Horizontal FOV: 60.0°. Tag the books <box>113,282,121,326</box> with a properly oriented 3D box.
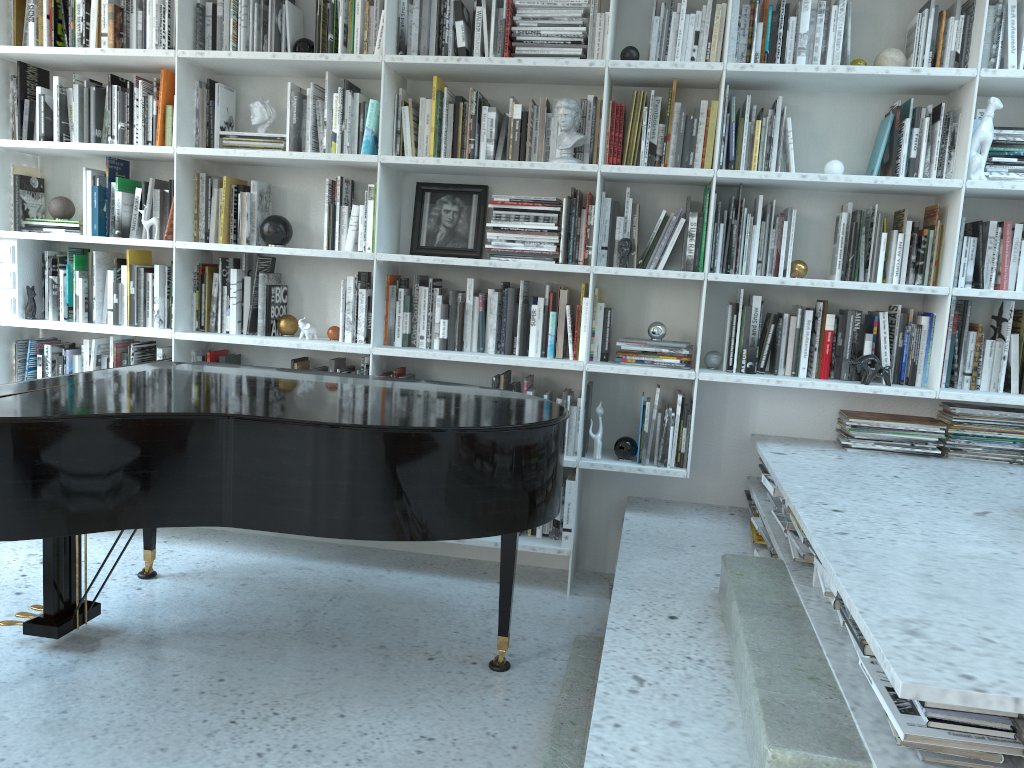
[{"bbox_3d":[-1.656,-0.347,3.831,0.029,0.182,0.189,5,7,9],"label":"books"}]

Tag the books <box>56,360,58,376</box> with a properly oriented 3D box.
[{"bbox_3d":[-1.976,-0.015,3.955,0.025,0.200,0.136,5,7,9],"label":"books"}]

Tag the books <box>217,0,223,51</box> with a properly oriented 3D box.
[{"bbox_3d":[-1.156,-1.454,3.621,0.026,0.280,0.150,5,8,9],"label":"books"}]

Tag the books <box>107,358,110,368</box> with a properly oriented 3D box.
[{"bbox_3d":[-1.732,-0.006,3.908,0.028,0.225,0.134,5,8,9],"label":"books"}]

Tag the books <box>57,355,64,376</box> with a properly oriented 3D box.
[{"bbox_3d":[-1.933,-0.019,3.917,0.028,0.223,0.188,5,7,9],"label":"books"}]

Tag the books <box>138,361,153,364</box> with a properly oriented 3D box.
[{"bbox_3d":[-1.577,0.012,3.876,0.059,0.216,0.177,5,7,9],"label":"books"}]

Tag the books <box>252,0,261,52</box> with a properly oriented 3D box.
[{"bbox_3d":[-1.007,-1.441,3.594,0.011,0.279,0.169,5,8,9],"label":"books"}]

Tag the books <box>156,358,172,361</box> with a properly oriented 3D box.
[{"bbox_3d":[-1.491,0.009,3.844,0.011,0.240,0.174,5,7,9],"label":"books"}]

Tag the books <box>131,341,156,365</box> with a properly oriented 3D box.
[{"bbox_3d":[-1.610,-0.033,3.874,0.013,0.301,0.172,5,8,9],"label":"books"}]

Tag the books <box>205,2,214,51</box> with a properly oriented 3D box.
[{"bbox_3d":[-1.217,-1.434,3.655,0.029,0.225,0.136,5,8,9],"label":"books"}]

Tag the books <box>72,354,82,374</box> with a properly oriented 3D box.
[{"bbox_3d":[-1.881,-0.019,3.920,0.028,0.229,0.157,5,7,9],"label":"books"}]

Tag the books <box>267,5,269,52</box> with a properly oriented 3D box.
[{"bbox_3d":[-0.961,-1.410,3.614,0.012,0.217,0.133,5,8,9],"label":"books"}]

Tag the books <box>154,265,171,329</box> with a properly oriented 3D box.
[{"bbox_3d":[-1.471,-0.374,3.797,0.021,0.266,0.185,5,7,9],"label":"books"}]

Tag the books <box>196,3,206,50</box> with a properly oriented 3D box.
[{"bbox_3d":[-1.243,-1.425,3.636,0.015,0.208,0.186,5,7,9],"label":"books"}]

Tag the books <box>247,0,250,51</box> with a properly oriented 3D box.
[{"bbox_3d":[-1.035,-1.436,3.610,0.010,0.262,0.169,5,8,9],"label":"books"}]

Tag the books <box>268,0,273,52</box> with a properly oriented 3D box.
[{"bbox_3d":[-0.948,-1.428,3.590,0.010,0.262,0.158,5,8,9],"label":"books"}]

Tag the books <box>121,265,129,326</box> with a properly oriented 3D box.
[{"bbox_3d":[-1.625,-0.382,3.832,0.026,0.254,0.176,5,7,9],"label":"books"}]

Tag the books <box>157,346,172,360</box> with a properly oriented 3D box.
[{"bbox_3d":[-1.503,-0.019,3.870,0.025,0.288,0.130,5,8,9],"label":"books"}]

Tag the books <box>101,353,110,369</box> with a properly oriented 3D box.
[{"bbox_3d":[-1.760,-0.016,3.915,0.031,0.239,0.132,5,8,9],"label":"books"}]

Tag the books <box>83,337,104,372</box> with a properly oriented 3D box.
[{"bbox_3d":[-1.837,-0.052,3.920,0.027,0.300,0.142,5,8,9],"label":"books"}]

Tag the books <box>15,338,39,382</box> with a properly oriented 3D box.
[{"bbox_3d":[-2.133,-0.062,3.941,0.011,0.277,0.189,5,7,9],"label":"books"}]

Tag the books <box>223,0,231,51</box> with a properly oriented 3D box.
[{"bbox_3d":[-1.121,-1.442,3.614,0.024,0.263,0.177,5,8,9],"label":"books"}]

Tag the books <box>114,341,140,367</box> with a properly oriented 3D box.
[{"bbox_3d":[-1.686,-0.036,3.883,0.012,0.296,0.176,5,8,9],"label":"books"}]

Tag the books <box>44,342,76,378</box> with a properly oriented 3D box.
[{"bbox_3d":[-2.004,-0.047,3.934,0.029,0.266,0.171,5,8,9],"label":"books"}]

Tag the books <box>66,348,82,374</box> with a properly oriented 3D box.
[{"bbox_3d":[-1.901,-0.031,3.908,0.010,0.253,0.177,5,7,9],"label":"books"}]

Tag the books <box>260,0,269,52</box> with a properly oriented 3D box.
[{"bbox_3d":[-0.974,-1.445,3.586,0.011,0.292,0.176,5,8,9],"label":"books"}]

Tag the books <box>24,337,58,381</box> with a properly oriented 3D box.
[{"bbox_3d":[-2.100,-0.063,3.944,0.052,0.284,0.172,5,8,9],"label":"books"}]

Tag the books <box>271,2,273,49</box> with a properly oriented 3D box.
[{"bbox_3d":[-0.937,-1.456,3.598,0.005,0.317,0.157,5,8,9],"label":"books"}]

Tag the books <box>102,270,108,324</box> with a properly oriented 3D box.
[{"bbox_3d":[-1.726,-0.381,3.867,0.045,0.230,0.137,5,8,9],"label":"books"}]

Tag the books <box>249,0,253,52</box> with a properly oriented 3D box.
[{"bbox_3d":[-1.018,-1.432,3.591,0.009,0.261,0.180,5,7,9],"label":"books"}]

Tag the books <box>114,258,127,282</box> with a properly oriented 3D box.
[{"bbox_3d":[-1.672,-0.400,3.837,0.014,0.282,0.150,5,8,9],"label":"books"}]

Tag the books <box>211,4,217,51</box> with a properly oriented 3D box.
[{"bbox_3d":[-1.191,-1.429,3.651,0.024,0.219,0.140,5,8,9],"label":"books"}]

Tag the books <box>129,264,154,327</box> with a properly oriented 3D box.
[{"bbox_3d":[-1.581,-0.381,3.814,0.028,0.261,0.181,5,7,9],"label":"books"}]

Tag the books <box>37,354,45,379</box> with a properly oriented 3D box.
[{"bbox_3d":[-2.032,-0.026,3.935,0.022,0.221,0.187,5,7,9],"label":"books"}]

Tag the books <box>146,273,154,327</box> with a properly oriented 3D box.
[{"bbox_3d":[-1.525,-0.363,3.827,0.025,0.229,0.153,5,8,9],"label":"books"}]

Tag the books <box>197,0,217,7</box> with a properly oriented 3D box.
[{"bbox_3d":[-1.250,-1.466,3.649,0.012,0.285,0.159,5,8,9],"label":"books"}]

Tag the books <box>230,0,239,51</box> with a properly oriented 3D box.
[{"bbox_3d":[-1.095,-1.450,3.600,0.010,0.284,0.183,5,8,9],"label":"books"}]

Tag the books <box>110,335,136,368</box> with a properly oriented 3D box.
[{"bbox_3d":[-1.699,-0.051,3.875,0.014,0.326,0.170,5,8,9],"label":"books"}]

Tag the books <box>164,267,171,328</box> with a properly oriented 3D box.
[{"bbox_3d":[-1.452,-0.372,3.813,0.013,0.260,0.142,5,8,9],"label":"books"}]

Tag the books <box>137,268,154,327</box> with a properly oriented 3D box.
[{"bbox_3d":[-1.553,-0.373,3.815,0.028,0.249,0.158,5,8,9],"label":"books"}]

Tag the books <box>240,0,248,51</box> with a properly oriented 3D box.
[{"bbox_3d":[-1.050,-1.430,3.589,0.012,0.252,0.183,5,7,9],"label":"books"}]

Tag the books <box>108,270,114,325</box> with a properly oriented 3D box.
[{"bbox_3d":[-1.694,-0.376,3.845,0.027,0.230,0.158,5,7,9],"label":"books"}]

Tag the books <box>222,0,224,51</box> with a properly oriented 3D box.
[{"bbox_3d":[-1.138,-1.451,3.615,0.012,0.277,0.157,5,8,9],"label":"books"}]

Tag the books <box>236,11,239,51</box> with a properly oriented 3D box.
[{"bbox_3d":[-1.076,-1.402,3.620,0.029,0.187,0.149,5,7,9],"label":"books"}]

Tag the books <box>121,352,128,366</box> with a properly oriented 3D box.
[{"bbox_3d":[-1.665,-0.016,3.900,0.029,0.255,0.152,5,8,9],"label":"books"}]

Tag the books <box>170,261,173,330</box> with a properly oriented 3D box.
[{"bbox_3d":[-1.401,-0.379,3.784,0.014,0.287,0.179,5,8,9],"label":"books"}]

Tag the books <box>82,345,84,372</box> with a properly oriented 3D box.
[{"bbox_3d":[-1.856,-0.042,3.932,0.013,0.274,0.145,5,8,9],"label":"books"}]

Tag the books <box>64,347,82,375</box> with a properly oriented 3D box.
[{"bbox_3d":[-1.911,-0.034,3.914,0.013,0.257,0.189,5,7,9],"label":"books"}]

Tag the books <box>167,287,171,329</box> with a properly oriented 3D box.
[{"bbox_3d":[-1.428,-0.331,3.814,0.041,0.182,0.141,5,7,9],"label":"books"}]

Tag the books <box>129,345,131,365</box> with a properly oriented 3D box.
[{"bbox_3d":[-1.627,-0.030,3.882,0.022,0.291,0.137,5,8,9],"label":"books"}]

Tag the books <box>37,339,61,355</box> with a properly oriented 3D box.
[{"bbox_3d":[-2.067,-0.058,3.959,0.010,0.274,0.150,5,8,9],"label":"books"}]

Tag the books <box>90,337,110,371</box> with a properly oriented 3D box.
[{"bbox_3d":[-1.796,-0.050,3.895,0.039,0.308,0.172,5,8,9],"label":"books"}]

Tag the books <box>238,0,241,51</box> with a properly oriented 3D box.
[{"bbox_3d":[-1.060,-1.436,3.588,0.009,0.263,0.189,5,7,9],"label":"books"}]

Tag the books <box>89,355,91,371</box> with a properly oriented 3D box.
[{"bbox_3d":[-1.819,-0.018,3.924,0.012,0.233,0.148,5,8,9],"label":"books"}]

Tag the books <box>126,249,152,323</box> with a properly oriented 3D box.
[{"bbox_3d":[-1.602,-0.414,3.822,0.021,0.323,0.171,5,8,9],"label":"books"}]

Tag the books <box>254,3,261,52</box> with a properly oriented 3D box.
[{"bbox_3d":[-0.999,-1.405,3.590,0.011,0.209,0.181,5,7,9],"label":"books"}]
